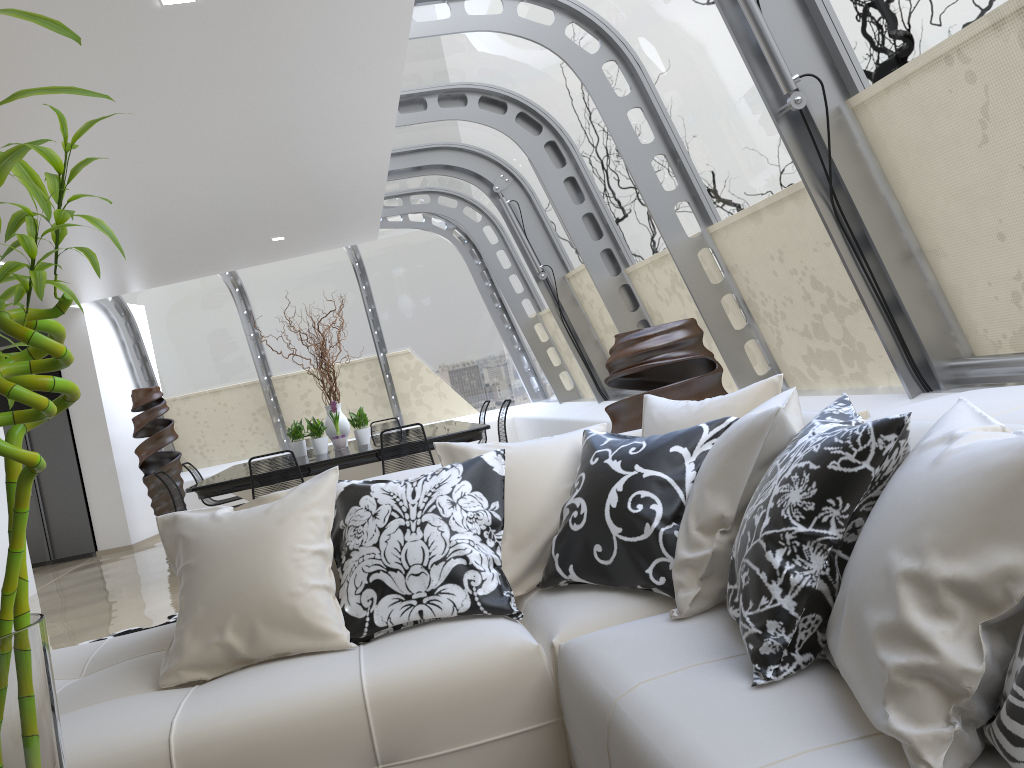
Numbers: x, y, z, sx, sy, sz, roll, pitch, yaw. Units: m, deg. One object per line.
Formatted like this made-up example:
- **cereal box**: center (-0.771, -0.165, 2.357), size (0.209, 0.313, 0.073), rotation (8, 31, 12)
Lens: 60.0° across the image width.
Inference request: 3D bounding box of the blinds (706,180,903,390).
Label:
- **blinds**: center (1.482, -0.432, 4.358), size (0.329, 1.027, 1.430), rotation (-11, 1, -10)

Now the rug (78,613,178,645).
- **rug**: center (-1.168, 1.333, 5.264), size (3.220, 0.008, 2.705), rotation (-11, 1, -10)

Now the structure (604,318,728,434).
- **structure**: center (0.813, 0.331, 4.371), size (0.672, 1.258, 0.674), rotation (-12, 1, -33)

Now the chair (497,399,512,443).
- **chair**: center (-0.308, 0.464, 8.295), size (0.688, 0.519, 0.446), rotation (-11, 1, -10)

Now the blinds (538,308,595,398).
- **blinds**: center (0.661, -0.313, 8.902), size (0.329, 1.027, 1.430), rotation (-11, 1, -10)

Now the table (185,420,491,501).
- **table**: center (-1.565, 0.995, 8.650), size (2.494, 0.759, 3.031), rotation (-11, 1, -10)

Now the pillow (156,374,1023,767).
- **pillow**: center (0.468, 0.315, 1.946), size (1.656, 0.530, 3.322), rotation (-12, 1, -40)

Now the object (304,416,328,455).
- **object**: center (-1.832, 0.478, 8.338), size (0.215, 0.369, 0.284), rotation (-11, 1, 23)

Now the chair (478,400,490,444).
- **chair**: center (-0.535, 0.497, 9.551), size (0.688, 0.519, 0.446), rotation (-11, 1, -10)

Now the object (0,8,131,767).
- **object**: center (-0.739, 0.073, 1.156), size (0.673, 1.546, 0.584), rotation (-11, 1, 29)

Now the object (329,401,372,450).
- **object**: center (-1.536, 0.365, 8.530), size (0.417, 0.476, 0.238), rotation (-11, 1, 18)

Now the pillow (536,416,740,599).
- **pillow**: center (0.355, 0.374, 2.579), size (0.405, 0.483, 0.599), rotation (-12, 1, -42)

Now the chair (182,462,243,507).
- **chair**: center (-2.961, 0.990, 9.100), size (0.688, 0.519, 0.446), rotation (-11, 1, -10)

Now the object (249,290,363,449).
- **object**: center (-1.972, -0.100, 8.648), size (1.031, 1.549, 1.135), rotation (-12, 1, -18)

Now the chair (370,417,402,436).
- **chair**: center (-1.420, 0.668, 10.245), size (0.446, 0.519, 0.688), rotation (-11, 1, -10)

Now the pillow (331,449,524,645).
- **pillow**: center (-0.290, 0.492, 2.658), size (0.604, 0.471, 0.394), rotation (-11, 1, 5)

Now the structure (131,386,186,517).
- **structure**: center (-4.073, 0.946, 10.290), size (0.498, 1.843, 0.493), rotation (-11, 1, 1)

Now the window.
- **window**: center (-5.897, 0.827, 5.051), size (16.693, 3.674, 16.171), rotation (-11, 1, -4)

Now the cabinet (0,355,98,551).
- **cabinet**: center (-6.216, 1.002, 10.945), size (2.252, 2.558, 0.831), rotation (-11, 1, 4)

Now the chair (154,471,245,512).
- **chair**: center (-2.734, 0.957, 7.844), size (0.688, 0.519, 0.446), rotation (-11, 1, -10)

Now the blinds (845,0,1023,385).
- **blinds**: center (1.708, -0.558, 2.848), size (0.387, 1.214, 1.376), rotation (-11, 1, -10)

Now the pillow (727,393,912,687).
- **pillow**: center (0.619, 0.298, 1.872), size (0.382, 0.467, 0.608), rotation (-11, 1, 9)

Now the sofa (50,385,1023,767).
- **sofa**: center (-0.006, 0.701, 1.504), size (3.257, 0.866, 4.169), rotation (-11, 1, -10)

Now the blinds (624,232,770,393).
- **blinds**: center (1.209, -0.392, 5.873), size (0.329, 1.027, 1.430), rotation (-11, 1, -10)

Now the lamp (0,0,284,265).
- **lamp**: center (-6.069, -0.615, 3.097), size (9.775, 0.004, 9.928), rotation (-11, 1, -10)

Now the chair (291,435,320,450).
- **chair**: center (-2.312, 0.850, 10.079), size (0.446, 0.519, 0.688), rotation (-11, 1, -10)

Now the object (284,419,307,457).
- **object**: center (-2.108, 0.530, 8.726), size (0.215, 0.369, 0.284), rotation (-11, 1, 28)

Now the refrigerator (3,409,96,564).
- **refrigerator**: center (-5.583, 1.225, 10.613), size (1.006, 1.742, 0.234), rotation (-11, 1, 3)

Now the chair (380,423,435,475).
- **chair**: center (-0.864, 0.587, 7.167), size (0.446, 0.519, 0.688), rotation (-11, 1, -10)

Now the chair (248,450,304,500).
- **chair**: center (-1.826, 0.783, 6.988), size (0.446, 0.519, 0.688), rotation (-11, 1, -10)

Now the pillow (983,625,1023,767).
- **pillow**: center (0.776, 0.282, 1.011), size (0.383, 0.463, 0.606), rotation (-11, 1, 9)

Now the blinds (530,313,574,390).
- **blinds**: center (0.616, 0.220, 10.629), size (0.663, 2.118, 1.829), rotation (-11, 1, -10)

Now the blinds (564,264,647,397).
- **blinds**: center (0.889, -0.439, 7.379), size (0.387, 1.214, 1.376), rotation (-11, 1, -10)
